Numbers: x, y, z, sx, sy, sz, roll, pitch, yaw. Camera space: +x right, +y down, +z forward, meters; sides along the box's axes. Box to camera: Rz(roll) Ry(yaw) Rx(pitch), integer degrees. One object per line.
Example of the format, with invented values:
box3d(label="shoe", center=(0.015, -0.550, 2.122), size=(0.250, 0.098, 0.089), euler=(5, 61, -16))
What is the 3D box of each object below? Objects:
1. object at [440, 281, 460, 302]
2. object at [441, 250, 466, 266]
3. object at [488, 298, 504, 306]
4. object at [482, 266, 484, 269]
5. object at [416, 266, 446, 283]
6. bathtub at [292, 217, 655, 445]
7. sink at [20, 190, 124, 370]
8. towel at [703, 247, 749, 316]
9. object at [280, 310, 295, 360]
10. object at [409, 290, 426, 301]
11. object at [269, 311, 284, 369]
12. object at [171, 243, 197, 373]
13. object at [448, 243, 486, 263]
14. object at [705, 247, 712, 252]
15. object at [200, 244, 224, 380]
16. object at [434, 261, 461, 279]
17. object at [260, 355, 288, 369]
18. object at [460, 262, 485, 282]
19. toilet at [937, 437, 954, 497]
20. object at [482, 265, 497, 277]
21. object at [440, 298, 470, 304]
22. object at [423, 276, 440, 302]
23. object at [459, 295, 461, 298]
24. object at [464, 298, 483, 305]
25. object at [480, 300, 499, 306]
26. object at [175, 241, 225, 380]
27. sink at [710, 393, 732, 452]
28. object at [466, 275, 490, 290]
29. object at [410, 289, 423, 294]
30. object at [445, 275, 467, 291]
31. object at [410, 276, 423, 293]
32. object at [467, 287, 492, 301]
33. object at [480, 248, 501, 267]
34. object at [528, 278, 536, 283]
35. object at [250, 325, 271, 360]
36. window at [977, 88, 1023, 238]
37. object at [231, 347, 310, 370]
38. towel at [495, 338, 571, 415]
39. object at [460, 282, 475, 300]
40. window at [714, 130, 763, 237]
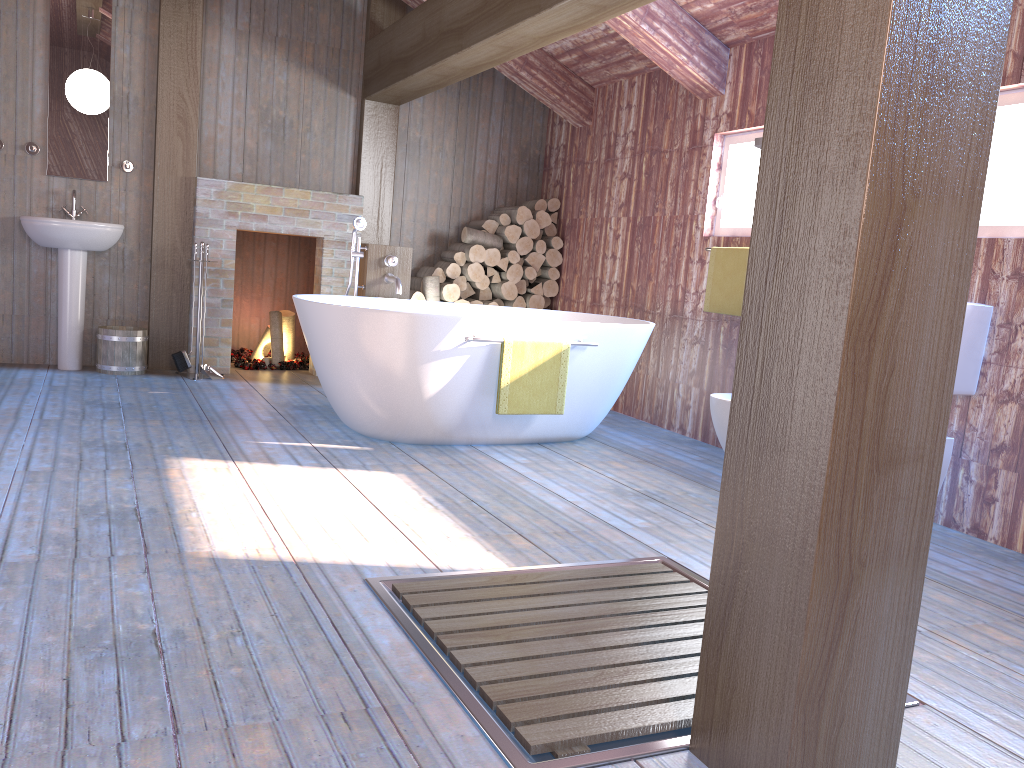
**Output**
box3d(label="object", center=(-0.526, -0.695, 6.575), size=(0.138, 0.147, 0.440), euler=(2, 8, -25))
box3d(label="object", center=(-0.431, -0.936, 6.587), size=(0.106, 0.112, 0.282), euler=(2, 8, -24))
box3d(label="object", center=(-0.173, -0.613, 6.866), size=(0.116, 0.118, 0.289), euler=(1, 8, -28))
box3d(label="object", center=(-0.266, -0.861, 6.651), size=(0.057, 0.061, 0.156), euler=(1, 8, -26))
box3d(label="object", center=(-0.599, -0.811, 6.566), size=(0.114, 0.113, 0.301), euler=(1, 8, -28))
box3d(label="bathtub", center=(-0.168, -0.283, 4.698), size=(1.935, 1.109, 1.460), euler=(5, 7, -4))
box3d(label="sink", center=(-2.765, -0.645, 5.572), size=(0.582, 1.143, 0.475), euler=(1, 8, -26))
box3d(label="towel", center=(1.174, -0.554, 4.776), size=(0.032, 0.361, 0.370), euler=(2, 8, -25))
box3d(label="object", center=(-1.756, -0.344, 6.875), size=(0.140, 0.459, 0.266), euler=(4, 7, -8))
box3d(label="object", center=(-0.768, -0.622, 6.484), size=(0.139, 0.137, 0.455), euler=(1, 8, -27))
box3d(label="object", center=(-1.756, -0.326, 6.623), size=(0.098, 0.434, 0.283), euler=(1, 8, -27))
box3d(label="object", center=(-2.117, -0.492, 5.731), size=(0.136, 0.846, 0.062), euler=(-2, 10, -44))
box3d(label="object", center=(-0.338, -0.980, 6.619), size=(0.135, 0.145, 0.439), euler=(2, 8, -25))
box3d(label="object", center=(1.223, -0.717, 4.765), size=(0.091, 0.043, 0.581), euler=(2, 8, -25))
box3d(label="object", center=(-1.981, -0.475, 5.785), size=(0.206, 0.871, 0.126), euler=(7, 8, 17))
box3d(label="object", center=(-0.481, -0.846, 6.562), size=(0.115, 0.123, 0.291), euler=(2, 8, -24))
box3d(label="object", center=(-1.781, -0.166, 6.648), size=(0.085, 0.084, 0.278), euler=(8, 8, 21))
box3d(label="object", center=(-0.358, -0.844, 6.625), size=(0.141, 0.143, 0.437), euler=(1, 8, -27))
box3d(label="toilet", center=(1.401, 0.361, 3.539), size=(0.534, 0.400, 0.375), euler=(2, 8, -25))
box3d(label="object", center=(-0.204, -0.853, 6.698), size=(0.088, 0.092, 0.280), euler=(2, 8, -24))
box3d(label="object", center=(-0.463, -0.588, 6.640), size=(0.139, 0.148, 0.458), euler=(2, 8, -25))
box3d(label="object", center=(-0.576, -0.630, 6.371), size=(0.147, 0.298, 0.109), euler=(2, 8, -23))
box3d(label="object", center=(-0.445, -0.678, 6.626), size=(0.064, 0.068, 0.174), euler=(1, 8, -26))
box3d(label="object", center=(-0.328, -0.591, 6.690), size=(0.114, 0.120, 0.303), euler=(2, 8, -24))
box3d(label="object", center=(-0.233, -0.591, 6.729), size=(0.098, 0.100, 0.437), euler=(1, 8, -27))
box3d(label="object", center=(-2.076, -0.489, 5.809), size=(0.276, 0.888, 0.333), euler=(7, 8, 16))
box3d(label="sink", center=(1.185, 0.185, 4.284), size=(0.515, 0.517, 0.335), euler=(2, 8, -25))
box3d(label="object", center=(-0.275, -0.778, 6.674), size=(0.115, 0.123, 0.291), euler=(2, 8, -24))
box3d(label="object", center=(-0.723, -0.658, 6.608), size=(0.099, 0.093, 0.280), euler=(2, 8, -24))
box3d(label="object", center=(-0.444, -0.759, 6.613), size=(0.111, 0.113, 0.301), euler=(1, 8, -26))
box3d(label="object", center=(-0.679, -0.739, 6.617), size=(0.108, 0.113, 0.302), euler=(2, 8, -25))
box3d(label="object", center=(-0.261, -0.701, 6.809), size=(0.104, 0.127, 0.321), euler=(2, 8, -25))
box3d(label="object", center=(-0.235, -0.964, 6.670), size=(0.138, 0.147, 0.440), euler=(2, 8, -25))
box3d(label="object", center=(0.117, -0.816, 6.845), size=(0.067, 0.069, 0.177), euler=(2, 8, -25))
box3d(label="object", center=(-1.880, -0.297, 6.754), size=(0.221, 0.306, 0.121), euler=(5, 7, 2))
box3d(label="window", center=(2.100, -0.808, 3.183), size=(0.054, 0.587, 1.255), euler=(2, 8, -25))
box3d(label="object", center=(-1.897, -0.199, 6.935), size=(0.829, 0.085, 0.935), euler=(-2, 10, -43))
box3d(label="towel", center=(0.103, -0.032, 4.230), size=(0.370, 0.361, 0.032), euler=(1, 8, -29))
box3d(label="object", center=(-0.394, -0.719, 6.741), size=(0.128, 0.150, 0.323), euler=(2, 8, -25))
box3d(label="window", center=(1.470, -1.045, 4.576), size=(0.054, 0.587, 1.255), euler=(2, 8, -25))
